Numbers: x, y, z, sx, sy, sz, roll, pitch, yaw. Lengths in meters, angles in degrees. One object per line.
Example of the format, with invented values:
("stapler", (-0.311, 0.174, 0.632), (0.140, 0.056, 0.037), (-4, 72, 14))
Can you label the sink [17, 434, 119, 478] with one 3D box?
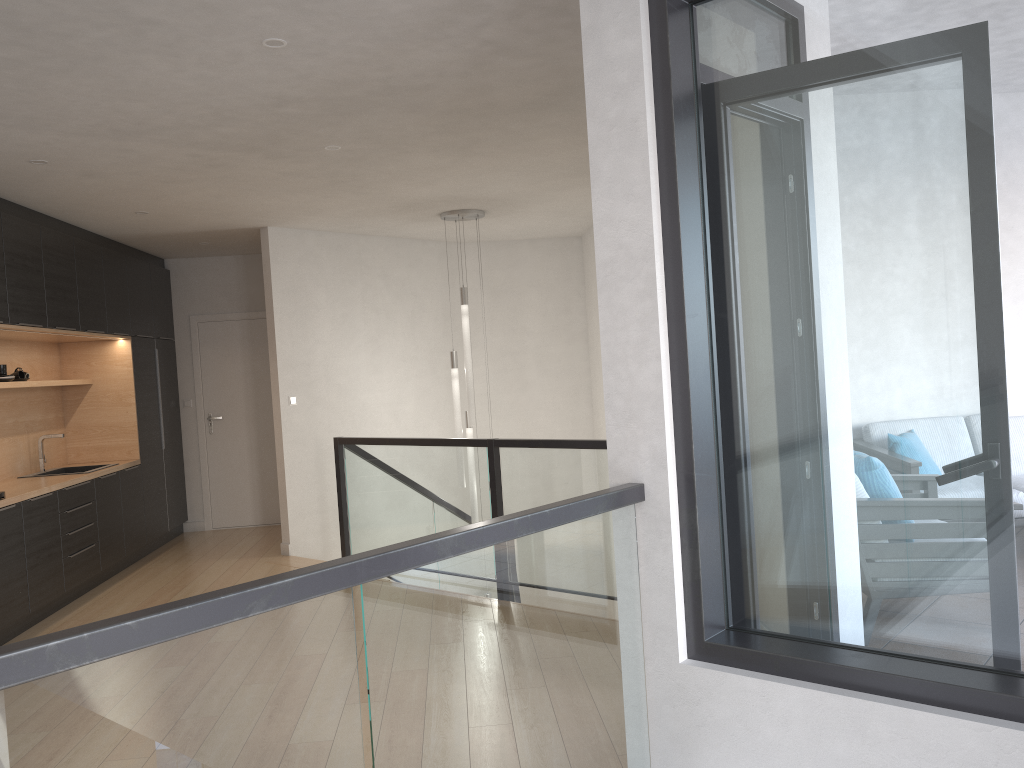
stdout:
("sink", (-3.418, 0.640, 6.863), (0.512, 0.518, 0.626), (-4, 1, -4))

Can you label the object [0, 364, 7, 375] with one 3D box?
("object", (-3.558, -0.089, 6.184), (0.066, 0.092, 0.084), (-5, 2, -35))

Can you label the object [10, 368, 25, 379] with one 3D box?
("object", (-3.604, -0.070, 6.447), (0.100, 0.093, 0.066), (-3, 1, 11))

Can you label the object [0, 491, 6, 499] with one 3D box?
("object", (-3.323, 0.504, 5.336), (0.584, 0.398, 0.618), (-4, 1, -4))

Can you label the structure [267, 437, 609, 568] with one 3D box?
("structure", (0.595, 2.437, 6.808), (4.190, 4.339, 2.823), (-2, 2, 41))

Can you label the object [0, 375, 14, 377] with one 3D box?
("object", (-3.556, -0.047, 6.192), (0.145, 0.025, 0.145), (-3, 1, 9))

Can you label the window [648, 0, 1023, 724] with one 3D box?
("window", (2.358, -0.510, 0.897), (5.002, 2.402, 0.170), (-2, 2, 41))

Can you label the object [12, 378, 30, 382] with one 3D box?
("object", (-3.599, -0.026, 6.473), (0.145, 0.025, 0.145), (-4, 1, -1))

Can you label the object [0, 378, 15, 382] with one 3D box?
("object", (-3.554, -0.023, 6.192), (0.145, 0.025, 0.145), (-3, 1, 9))

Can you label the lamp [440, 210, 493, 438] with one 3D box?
("lamp", (-0.347, -0.526, 7.222), (0.359, 6.725, 0.359), (-3, 2, 33))

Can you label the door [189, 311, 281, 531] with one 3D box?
("door", (-2.627, 0.359, 8.805), (0.974, 2.136, 0.085), (-4, 1, -4))

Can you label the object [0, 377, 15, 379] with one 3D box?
("object", (-3.553, -0.035, 6.195), (0.145, 0.025, 0.145), (-3, 1, 9))

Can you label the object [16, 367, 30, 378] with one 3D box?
("object", (-3.601, -0.077, 6.510), (0.100, 0.093, 0.066), (-4, 1, 6))
